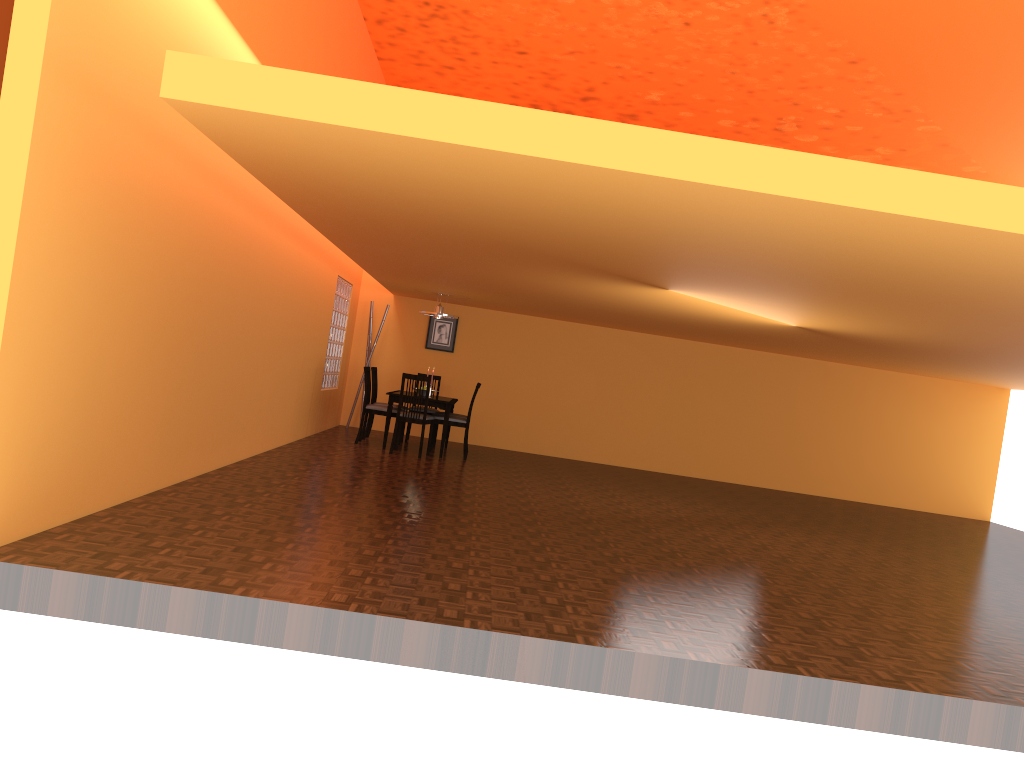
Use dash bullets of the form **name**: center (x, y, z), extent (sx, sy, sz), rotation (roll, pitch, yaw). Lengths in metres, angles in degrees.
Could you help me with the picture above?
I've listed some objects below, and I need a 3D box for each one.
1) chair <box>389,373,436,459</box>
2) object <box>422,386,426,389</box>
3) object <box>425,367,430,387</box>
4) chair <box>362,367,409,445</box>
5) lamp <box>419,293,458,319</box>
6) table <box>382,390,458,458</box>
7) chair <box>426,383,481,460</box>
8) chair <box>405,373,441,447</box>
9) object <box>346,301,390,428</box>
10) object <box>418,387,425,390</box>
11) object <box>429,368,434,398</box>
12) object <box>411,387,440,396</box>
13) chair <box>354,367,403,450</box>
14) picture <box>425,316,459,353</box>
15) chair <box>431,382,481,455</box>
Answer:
- **chair**: center (-0.975, 0.310, 8.835), extent (0.373, 0.809, 0.465), rotation (9, 0, 3)
- **object**: center (-0.947, 0.054, 9.588), extent (0.069, 0.066, 0.069), rotation (9, 0, 8)
- **object**: center (-0.940, -0.038, 9.795), extent (0.044, 0.326, 0.044), rotation (8, 0, -13)
- **chair**: center (-1.386, 0.240, 9.841), extent (0.465, 0.809, 0.373), rotation (9, 0, -2)
- **lamp**: center (-0.802, -0.866, 9.869), extent (0.435, 0.274, 0.435), rotation (9, 0, 20)
- **table**: center (-0.986, 0.417, 9.560), extent (0.697, 0.584, 1.259), rotation (9, 0, -2)
- **chair**: center (-0.611, 0.361, 9.288), extent (0.465, 0.809, 0.373), rotation (9, 0, -2)
- **chair**: center (-1.011, 0.293, 10.297), extent (0.373, 0.809, 0.465), rotation (9, 0, -7)
- **object**: center (-1.758, -0.216, 10.863), extent (0.308, 1.589, 0.226), rotation (9, 0, 20)
- **object**: center (-0.975, 0.072, 9.487), extent (0.089, 0.076, 0.087), rotation (9, 0, 4)
- **object**: center (-0.841, -0.019, 9.256), extent (0.044, 0.326, 0.044), rotation (8, 0, -13)
- **object**: center (-0.948, 0.091, 9.516), extent (0.337, 0.072, 0.337), rotation (8, 1, -36)
- **chair**: center (-1.369, 0.247, 9.265), extent (0.465, 0.809, 0.373), rotation (9, 0, -2)
- **picture**: center (-0.880, -0.642, 11.134), extent (0.361, 0.456, 0.014), rotation (9, 0, -2)
- **chair**: center (-0.629, 0.354, 9.864), extent (0.465, 0.809, 0.373), rotation (9, 0, -2)
